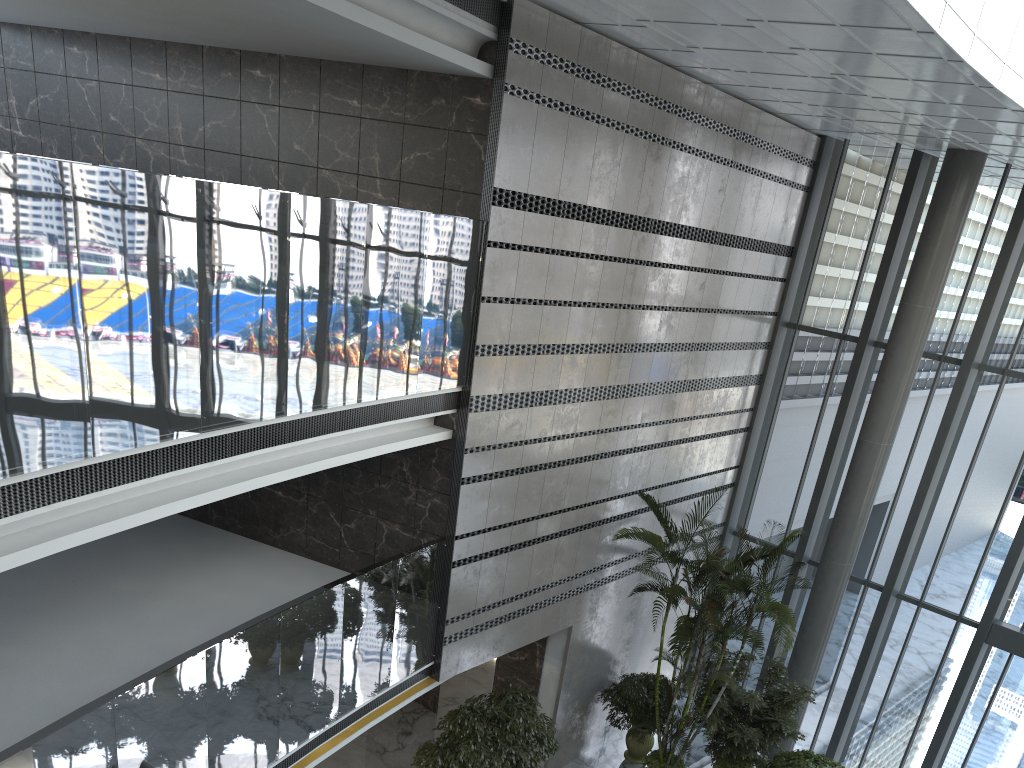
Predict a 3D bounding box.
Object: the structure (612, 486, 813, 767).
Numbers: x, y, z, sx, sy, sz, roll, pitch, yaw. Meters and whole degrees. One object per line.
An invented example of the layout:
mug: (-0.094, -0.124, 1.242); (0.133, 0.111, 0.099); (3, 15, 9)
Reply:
structure: (2.430, 3.726, 11.517); (2.420, 5.110, 2.319); (-11, 28, -41)

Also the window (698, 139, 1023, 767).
window: (2.363, 1.938, 5.382); (18.710, 11.055, 12.366); (-1, 19, -36)

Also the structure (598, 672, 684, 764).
structure: (1.919, 5.064, 13.047); (1.413, 1.698, 1.017); (6, 20, -9)

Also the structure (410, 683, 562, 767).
structure: (-0.335, 4.876, 10.846); (2.052, 2.170, 1.465); (2, 20, -19)

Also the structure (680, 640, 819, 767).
structure: (3.343, 4.988, 12.533); (1.787, 2.520, 1.772); (16, 21, 22)

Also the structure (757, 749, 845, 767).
structure: (3.834, 5.674, 11.444); (1.426, 1.769, 1.464); (11, 18, 7)
